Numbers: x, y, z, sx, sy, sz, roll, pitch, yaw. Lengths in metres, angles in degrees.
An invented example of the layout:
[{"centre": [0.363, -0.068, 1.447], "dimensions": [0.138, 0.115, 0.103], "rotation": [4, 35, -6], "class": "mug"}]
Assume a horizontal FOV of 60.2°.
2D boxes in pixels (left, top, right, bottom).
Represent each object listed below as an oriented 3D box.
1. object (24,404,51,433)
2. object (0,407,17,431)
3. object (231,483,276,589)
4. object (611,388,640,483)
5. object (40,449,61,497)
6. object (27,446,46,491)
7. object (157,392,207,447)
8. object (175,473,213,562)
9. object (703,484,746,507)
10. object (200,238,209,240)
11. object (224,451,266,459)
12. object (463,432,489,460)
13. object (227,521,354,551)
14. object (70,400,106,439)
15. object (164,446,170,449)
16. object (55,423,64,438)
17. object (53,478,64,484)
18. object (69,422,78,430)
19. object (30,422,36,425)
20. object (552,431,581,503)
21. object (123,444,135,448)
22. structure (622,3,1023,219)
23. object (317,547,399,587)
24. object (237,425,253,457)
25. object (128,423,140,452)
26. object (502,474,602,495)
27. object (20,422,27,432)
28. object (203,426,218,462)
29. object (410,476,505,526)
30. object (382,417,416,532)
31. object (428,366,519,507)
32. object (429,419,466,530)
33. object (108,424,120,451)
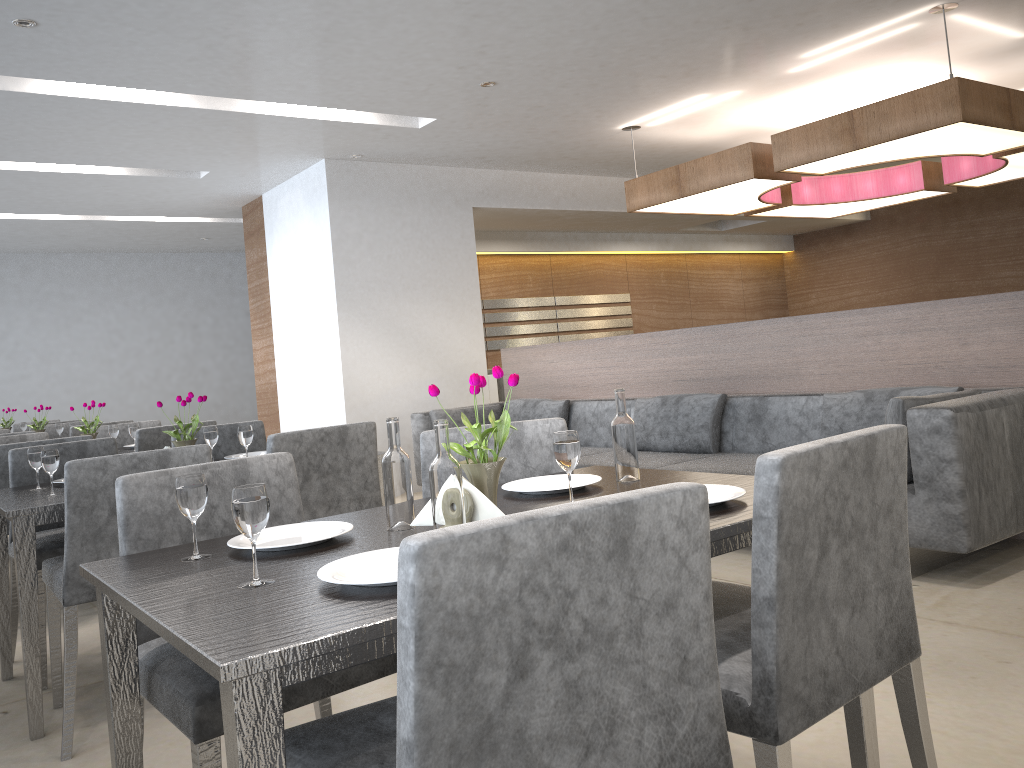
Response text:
[{"centre": [-3.106, 0.275, 5.807], "dimensions": [0.155, 0.277, 0.103], "rotation": [-4, -3, -38], "class": "object"}, {"centre": [-4.141, 0.331, 7.246], "dimensions": [0.155, 0.277, 0.103], "rotation": [-4, -3, -38], "class": "object"}, {"centre": [-0.369, 0.215, 1.258], "dimensions": [0.053, 0.140, 0.053], "rotation": [-6, -2, 12], "class": "object"}, {"centre": [0.243, 0.111, 1.923], "dimensions": [0.052, 0.202, 0.051], "rotation": [-6, -3, 7], "class": "object"}, {"centre": [-1.413, 0.272, 2.710], "dimensions": [0.053, 0.140, 0.053], "rotation": [-6, -2, 12], "class": "object"}, {"centre": [-1.583, 0.281, 2.946], "dimensions": [0.053, 0.140, 0.053], "rotation": [-6, -2, 12], "class": "object"}, {"centre": [-1.128, 0.167, 3.057], "dimensions": [0.155, 0.277, 0.103], "rotation": [-4, -3, -38], "class": "object"}, {"centre": [-0.538, 0.224, 1.494], "dimensions": [0.053, 0.140, 0.053], "rotation": [-6, -2, 12], "class": "object"}, {"centre": [0.310, 0.206, 1.587], "dimensions": [0.216, 0.015, 0.217], "rotation": [-4, 2, 34], "class": "object"}, {"centre": [-3.273, -1.542, 9.405], "dimensions": [0.089, 0.007, 0.089], "rotation": [-5, 2, 9], "class": "object"}, {"centre": [-0.994, 0.276, 3.400], "dimensions": [0.217, 0.015, 0.216], "rotation": [-6, 2, -36], "class": "object"}, {"centre": [-0.071, 0.172, 1.832], "dimensions": [0.053, 0.140, 0.053], "rotation": [-6, -2, 12], "class": "object"}, {"centre": [-0.388, 0.271, 1.555], "dimensions": [0.216, 0.015, 0.217], "rotation": [-4, 2, 34], "class": "object"}, {"centre": [-2.112, 0.220, 4.425], "dimensions": [0.155, 0.277, 0.103], "rotation": [-4, -3, -38], "class": "object"}, {"centre": [-1.169, 0.261, 3.010], "dimensions": [0.202, 0.100, 0.070], "rotation": [-5, -1, 24], "class": "object"}, {"centre": [-3.076, 0.335, 6.010], "dimensions": [0.053, 0.140, 0.053], "rotation": [-6, -2, 12], "class": "object"}, {"centre": [-1.467, 0.329, 3.056], "dimensions": [0.217, 0.015, 0.216], "rotation": [-6, 2, -36], "class": "object"}, {"centre": [-2.897, 0.323, 5.844], "dimensions": [0.053, 0.140, 0.053], "rotation": [-6, -2, 12], "class": "object"}, {"centre": [-3.945, 0.380, 7.301], "dimensions": [0.053, 0.140, 0.053], "rotation": [-6, -2, 12], "class": "object"}, {"centre": [0.107, 0.160, 1.666], "dimensions": [0.053, 0.140, 0.053], "rotation": [-6, -2, 12], "class": "object"}, {"centre": [-1.978, 0.330, 4.768], "dimensions": [0.216, 0.015, 0.217], "rotation": [-5, 2, 10], "class": "object"}, {"centre": [2.490, -1.688, 6.100], "dimensions": [2.453, 0.620, 2.431], "rotation": [-6, 2, -36], "class": "structure"}, {"centre": [-0.163, 0.258, 1.244], "dimensions": [0.216, 0.015, 0.217], "rotation": [-4, 2, 34], "class": "object"}, {"centre": [-0.937, 0.217, 3.119], "dimensions": [0.053, 0.140, 0.053], "rotation": [-6, -2, 12], "class": "object"}, {"centre": [-1.908, 0.270, 4.468], "dimensions": [0.053, 0.140, 0.053], "rotation": [-6, -2, 12], "class": "object"}, {"centre": [0.086, 0.218, 1.899], "dimensions": [0.216, 0.015, 0.217], "rotation": [-4, 2, 34], "class": "object"}, {"centre": [-4.123, 0.392, 7.467], "dimensions": [0.053, 0.140, 0.053], "rotation": [-6, -2, 12], "class": "object"}, {"centre": [-1.116, 0.229, 3.284], "dimensions": [0.053, 0.140, 0.053], "rotation": [-6, -2, 12], "class": "object"}, {"centre": [-0.090, 0.202, 1.509], "dimensions": [0.202, 0.100, 0.070], "rotation": [-5, -1, 24], "class": "object"}, {"centre": [-0.208, 0.161, 1.596], "dimensions": [0.052, 0.202, 0.051], "rotation": [-6, -3, 7], "class": "object"}, {"centre": [-0.049, 0.108, 1.555], "dimensions": [0.155, 0.277, 0.103], "rotation": [-4, -3, -38], "class": "object"}, {"centre": [-0.104, 0.157, 1.394], "dimensions": [0.052, 0.202, 0.051], "rotation": [-6, -3, 7], "class": "object"}, {"centre": [-2.086, 0.281, 4.634], "dimensions": [0.053, 0.140, 0.053], "rotation": [-6, -2, 12], "class": "object"}]
